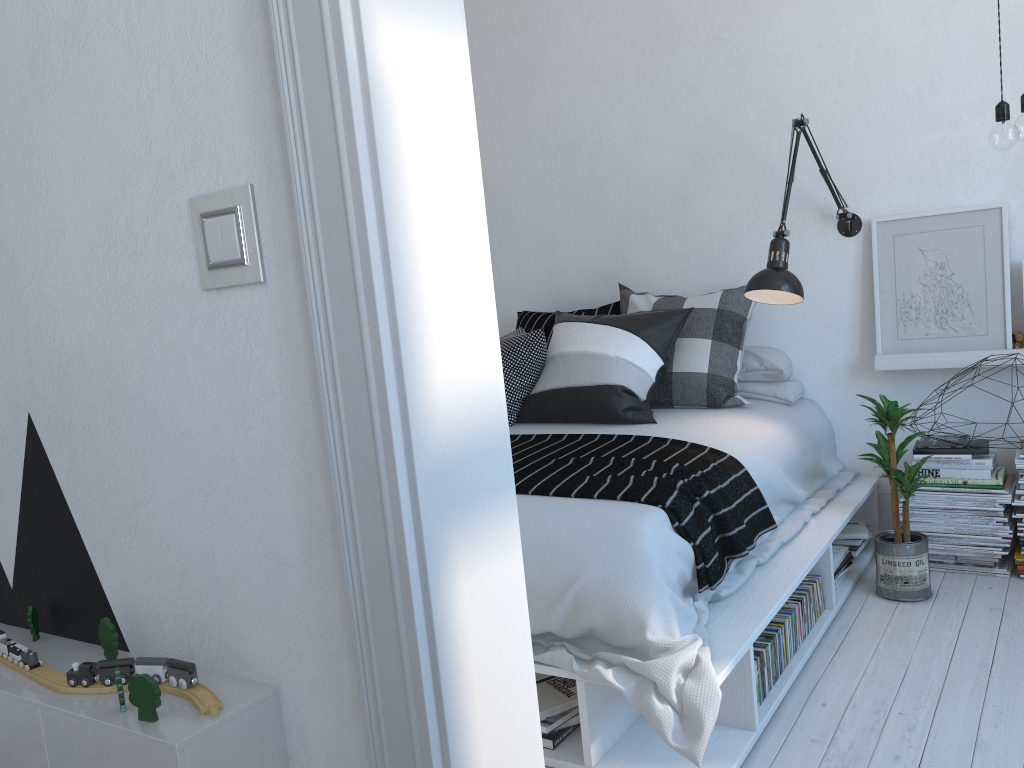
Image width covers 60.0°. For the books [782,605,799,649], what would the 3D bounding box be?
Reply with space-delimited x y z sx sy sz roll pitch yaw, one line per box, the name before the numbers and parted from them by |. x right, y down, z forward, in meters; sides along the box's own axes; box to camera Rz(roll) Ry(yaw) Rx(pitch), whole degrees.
books | 0.787 0.718 2.639 0.125 0.125 0.016 -2 8 33

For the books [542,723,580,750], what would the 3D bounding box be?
books | 0.097 0.876 2.315 0.156 0.026 0.211 -2 8 35

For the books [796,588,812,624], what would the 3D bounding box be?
books | 0.868 0.695 2.764 0.125 0.125 0.010 -2 8 33

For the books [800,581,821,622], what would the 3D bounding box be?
books | 0.908 0.685 2.827 0.125 0.126 0.066 -2 8 33

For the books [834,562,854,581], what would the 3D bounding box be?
books | 1.028 0.661 3.116 0.235 0.013 0.292 0 8 41

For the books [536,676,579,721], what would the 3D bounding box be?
books | 0.105 0.813 2.317 0.195 0.023 0.155 -9 7 -28

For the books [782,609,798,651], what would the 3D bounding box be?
books | 0.776 0.721 2.621 0.125 0.125 0.011 -2 8 33

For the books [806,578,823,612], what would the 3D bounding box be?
books | 0.933 0.679 2.865 0.125 0.123 0.036 -2 8 33

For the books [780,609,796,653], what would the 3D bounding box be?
books | 0.770 0.723 2.613 0.125 0.125 0.009 -2 8 33

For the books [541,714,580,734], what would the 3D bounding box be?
books | 0.111 0.853 2.311 0.197 0.018 0.156 -8 7 -20

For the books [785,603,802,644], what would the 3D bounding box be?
books | 0.799 0.715 2.658 0.125 0.125 0.009 -2 8 33

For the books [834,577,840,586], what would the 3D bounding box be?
books | 1.025 0.677 3.118 0.229 0.017 0.303 -2 7 29

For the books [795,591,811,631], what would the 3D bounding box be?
books | 0.857 0.699 2.747 0.125 0.125 0.008 -2 8 33

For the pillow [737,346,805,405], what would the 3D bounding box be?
pillow | 0.528 -0.031 4.078 1.650 0.261 0.458 -2 8 33

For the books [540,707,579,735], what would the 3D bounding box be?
books | 0.095 0.836 2.310 0.173 0.018 0.211 0 9 44

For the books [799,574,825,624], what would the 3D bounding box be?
books | 0.923 0.680 2.849 0.125 0.126 0.135 -2 8 33

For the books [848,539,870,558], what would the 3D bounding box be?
books | 1.264 0.614 3.394 0.156 0.026 0.211 -2 8 35

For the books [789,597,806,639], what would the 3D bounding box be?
books | 0.826 0.707 2.700 0.125 0.125 0.007 -2 8 33

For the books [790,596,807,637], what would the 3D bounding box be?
books | 0.831 0.706 2.706 0.125 0.125 0.008 -2 8 33

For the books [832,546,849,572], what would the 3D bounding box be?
books | 1.027 0.616 3.105 0.229 0.017 0.303 -2 8 33

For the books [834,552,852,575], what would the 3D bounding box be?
books | 1.046 0.627 3.108 0.210 0.010 0.289 -2 8 35

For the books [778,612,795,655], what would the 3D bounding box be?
books | 0.760 0.726 2.596 0.125 0.125 0.008 -2 8 33

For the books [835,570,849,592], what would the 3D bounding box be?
books | 1.039 0.693 3.118 0.218 0.016 0.294 -2 8 33

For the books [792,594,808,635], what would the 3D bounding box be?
books | 0.839 0.703 2.720 0.125 0.125 0.010 -2 8 33

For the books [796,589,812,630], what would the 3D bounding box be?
books | 0.864 0.697 2.758 0.125 0.125 0.008 -2 8 33

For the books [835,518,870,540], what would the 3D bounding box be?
books | 1.265 0.552 3.383 0.156 0.023 0.195 -4 7 14

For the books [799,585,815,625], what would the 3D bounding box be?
books | 0.885 0.691 2.790 0.125 0.125 0.008 -2 8 33

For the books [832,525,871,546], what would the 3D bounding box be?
books | 1.261 0.573 3.388 0.173 0.018 0.211 -2 8 33

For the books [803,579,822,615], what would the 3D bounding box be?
books | 0.925 0.681 2.852 0.125 0.123 0.034 -2 8 33

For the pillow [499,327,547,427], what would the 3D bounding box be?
pillow | -0.041 -0.033 3.638 0.352 0.379 0.558 -7 7 -6

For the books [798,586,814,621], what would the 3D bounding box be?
books | 0.881 0.692 2.784 0.125 0.125 0.008 -2 8 33

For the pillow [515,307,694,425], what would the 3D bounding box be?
pillow | 0.328 -0.082 3.480 0.685 0.420 0.433 0 9 41

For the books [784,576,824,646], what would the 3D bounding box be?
books | 0.871 0.695 2.769 0.125 0.126 0.297 -2 8 33

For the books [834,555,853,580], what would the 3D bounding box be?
books | 1.043 0.643 3.113 0.221 0.021 0.288 -1 8 36

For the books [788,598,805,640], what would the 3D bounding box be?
books | 0.822 0.708 2.693 0.125 0.125 0.009 -2 8 33

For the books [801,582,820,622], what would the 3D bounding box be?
books | 0.908 0.685 2.827 0.125 0.126 0.049 -2 8 33

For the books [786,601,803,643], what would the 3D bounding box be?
books | 0.809 0.712 2.673 0.125 0.125 0.012 -2 8 33

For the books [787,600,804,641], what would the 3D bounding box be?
books | 0.814 0.711 2.681 0.125 0.125 0.018 -2 8 33

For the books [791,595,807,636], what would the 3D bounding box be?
books | 0.834 0.705 2.712 0.125 0.125 0.008 -2 8 33

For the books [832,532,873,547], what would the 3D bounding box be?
books | 1.261 0.589 3.414 0.197 0.018 0.156 -10 7 -31

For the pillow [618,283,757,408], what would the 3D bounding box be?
pillow | 0.684 -0.181 3.607 0.646 0.507 0.407 -2 8 33

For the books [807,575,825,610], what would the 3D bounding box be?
books | 0.946 0.676 2.885 0.125 0.123 0.036 -2 8 33

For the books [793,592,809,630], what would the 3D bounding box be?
books | 0.849 0.701 2.734 0.125 0.125 0.007 -2 8 33

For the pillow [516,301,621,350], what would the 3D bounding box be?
pillow | 0.213 -0.130 3.919 0.685 0.456 0.443 -1 8 35

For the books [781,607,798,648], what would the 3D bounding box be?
books | 0.781 0.720 2.629 0.125 0.125 0.009 -2 8 33

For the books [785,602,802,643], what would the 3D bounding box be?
books | 0.804 0.713 2.665 0.125 0.125 0.007 -2 8 33
